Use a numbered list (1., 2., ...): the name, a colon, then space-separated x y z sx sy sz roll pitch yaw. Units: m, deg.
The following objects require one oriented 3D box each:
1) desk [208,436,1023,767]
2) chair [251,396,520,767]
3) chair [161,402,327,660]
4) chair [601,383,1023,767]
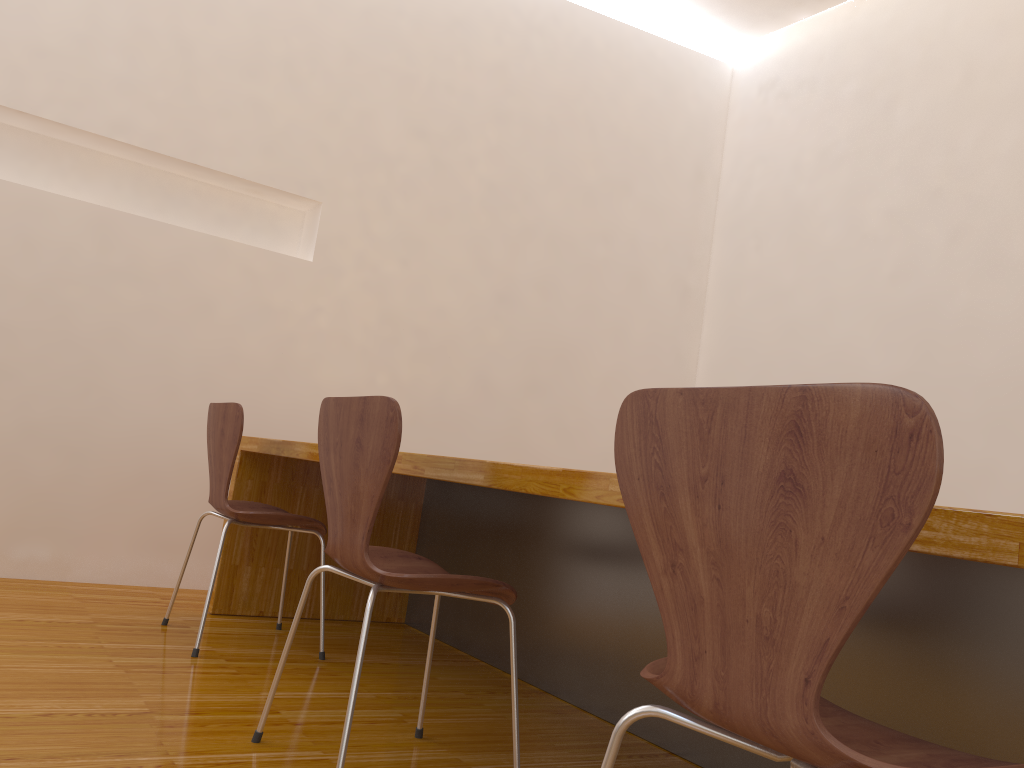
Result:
1. desk: 0.165 0.511 1.908 0.760 0.606 3.185 12 -8 -31
2. chair: -0.199 0.396 1.713 0.381 0.693 0.428 12 -8 -31
3. chair: -0.759 0.428 2.681 0.381 0.693 0.428 12 -8 -31
4. chair: 0.316 0.375 0.889 0.381 0.693 0.428 12 -8 -31
